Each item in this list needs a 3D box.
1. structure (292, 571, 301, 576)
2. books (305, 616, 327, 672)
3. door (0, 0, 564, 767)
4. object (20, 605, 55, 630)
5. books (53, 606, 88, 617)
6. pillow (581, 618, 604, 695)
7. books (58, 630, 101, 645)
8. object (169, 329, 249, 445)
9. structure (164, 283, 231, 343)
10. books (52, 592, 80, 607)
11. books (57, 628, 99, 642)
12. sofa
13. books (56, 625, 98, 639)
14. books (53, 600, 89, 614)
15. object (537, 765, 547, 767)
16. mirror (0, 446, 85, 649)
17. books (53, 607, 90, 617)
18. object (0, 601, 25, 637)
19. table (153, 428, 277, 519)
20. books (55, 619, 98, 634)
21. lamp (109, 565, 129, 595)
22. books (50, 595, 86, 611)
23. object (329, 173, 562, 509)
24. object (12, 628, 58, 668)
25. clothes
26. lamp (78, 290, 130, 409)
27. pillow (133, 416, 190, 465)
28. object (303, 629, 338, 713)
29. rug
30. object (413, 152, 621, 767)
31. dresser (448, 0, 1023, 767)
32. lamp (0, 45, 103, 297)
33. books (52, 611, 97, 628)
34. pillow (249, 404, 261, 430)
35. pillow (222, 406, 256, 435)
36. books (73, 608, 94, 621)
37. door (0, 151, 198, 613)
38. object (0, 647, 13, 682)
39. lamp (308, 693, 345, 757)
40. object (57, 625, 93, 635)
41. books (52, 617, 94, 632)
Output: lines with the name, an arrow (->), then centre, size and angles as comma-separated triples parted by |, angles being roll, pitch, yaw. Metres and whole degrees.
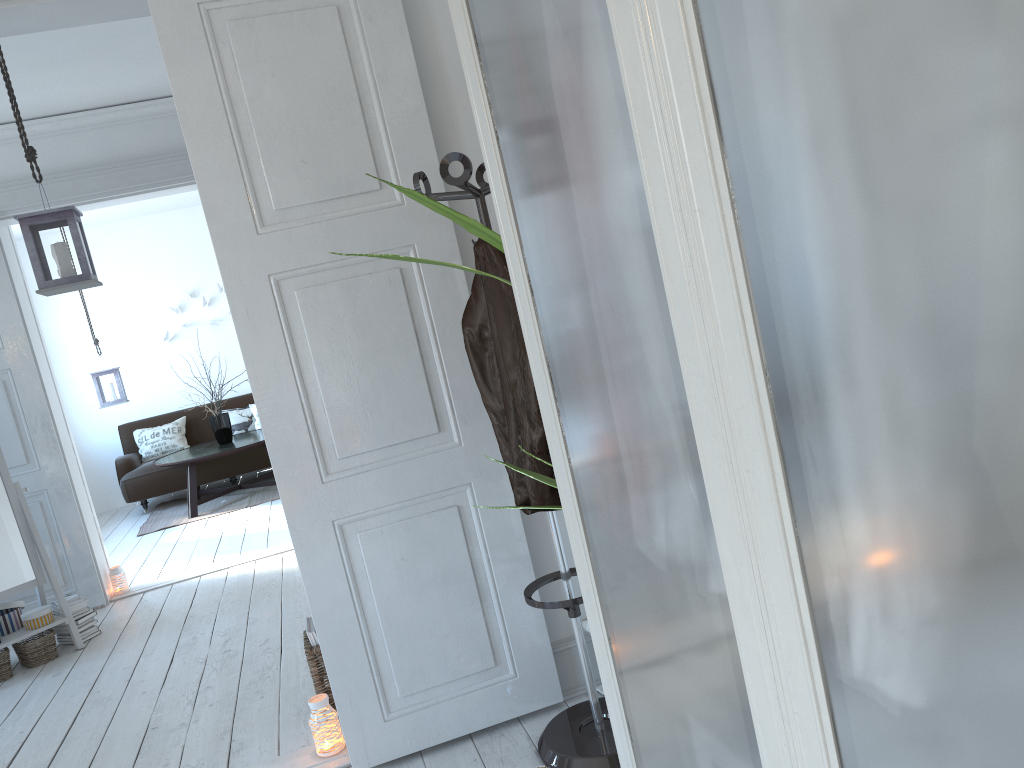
structure -> -0.895, -0.388, 5.152 | 0.801, 2.834, 1.243 | -8, 8, 32
books -> -0.600, 0.969, 3.171 | 0.201, 0.300, 0.179 | -15, 7, -13
door -> -1.384, 0.101, 2.509 | 2.596, 2.511, 0.577 | -14, 7, -13
object -> -2.402, 1.184, 4.493 | 0.142, 0.075, 0.142 | -17, 7, -29
books -> -2.338, 1.194, 4.692 | 0.128, 0.016, 0.181 | -19, 8, -42
pillow -> 0.405, 0.794, 2.736 | 0.317, 0.315, 0.272 | -14, 7, -12
books -> -2.300, 1.347, 4.717 | 0.179, 0.016, 0.128 | -10, 7, 25
object -> -2.575, -0.003, 7.923 | 0.843, 1.068, 0.526 | -19, 9, -42
structure -> -3.102, -0.771, 9.094 | 1.024, 0.479, 0.085 | -14, 7, -13
books -> -2.360, 1.138, 4.692 | 0.111, 0.014, 0.156 | -17, 7, -33
books -> -2.307, 1.331, 4.712 | 0.177, 0.016, 0.128 | -10, 7, 28
sofa -> -2.746, 0.568, 8.800 | 2.163, 0.826, 0.967 | -14, 7, -13
books -> -2.310, 1.316, 4.708 | 0.181, 0.016, 0.128 | -9, 7, 32
books -> -2.334, 1.171, 4.685 | 0.128, 0.026, 0.200 | -18, 8, -41
object -> 0.079, 1.021, 2.257 | 0.099, 0.126, 0.271 | -11, 7, 19
mirror -> -2.680, 0.708, 4.382 | 0.417, 1.492, 0.608 | -7, 9, 41
books -> -2.335, 1.209, 4.696 | 0.177, 0.016, 0.128 | -7, 8, 43
object -> -2.611, 1.185, 4.540 | 0.207, 0.159, 0.240 | -14, 7, -5
table -> -2.520, 0.777, 8.058 | 1.297, 0.504, 1.299 | -16, 7, -23
books -> -2.316, 1.288, 4.703 | 0.187, 0.017, 0.132 | -10, 7, 24
lamp -> -2.423, 1.206, 5.462 | 0.089, 0.166, 0.089 | -15, 7, -14
books -> -2.345, 1.152, 4.684 | 0.132, 0.017, 0.187 | -18, 8, -40
object -> 0.324, 0.308, 1.514 | 1.044, 1.557, 0.288 | -11, 7, 17
object -> -2.428, 1.341, 4.515 | 0.184, 0.140, 0.295 | -19, 9, -41
clothes -> 0.023, -0.016, 2.329 | 0.237, 0.772, 0.210 | -10, 8, 20
lamp -> -3.689, -0.668, 7.690 | 0.228, 1.766, 0.228 | -15, 7, -16
pillow -> -3.439, 0.561, 8.736 | 0.518, 0.368, 0.238 | -14, 7, -13
object -> -0.581, 0.998, 3.177 | 0.269, 0.265, 0.223 | -14, 7, -13
rug -> -2.475, 0.993, 8.111 | 1.708, 0.055, 1.454 | -14, 6, -12
object -> 0.076, 0.209, 2.431 | 0.374, 1.662, 0.374 | -14, 7, -6
dresser -> 0.506, 0.055, 0.452 | 0.630, 2.167, 1.430 | -15, 7, -13
lamp -> -2.057, -1.253, 3.631 | 0.228, 1.766, 0.228 | -15, 7, -16
books -> -2.321, 1.245, 4.696 | 0.193, 0.022, 0.128 | -11, 7, 19
pillow -> -2.373, 0.305, 8.869 | 0.470, 0.310, 0.188 | -14, 7, -12
pillow -> -2.665, 0.380, 8.878 | 0.472, 0.348, 0.158 | -15, 7, -15
books -> -2.328, 1.225, 4.701 | 0.179, 0.016, 0.128 | -9, 7, 30
door -> -2.126, -0.053, 5.424 | 2.596, 2.511, 0.577 | -14, 7, -13
object -> -2.577, 1.391, 4.370 | 0.184, 0.140, 0.295 | -19, 9, -41
lamp -> -0.592, 1.077, 2.803 | 0.092, 0.180, 0.093 | -17, 8, -30
object -> -2.324, 1.302, 4.715 | 0.157, 0.014, 0.110 | -9, 7, 30
books -> -2.329, 1.270, 4.703 | 0.167, 0.022, 0.128 | -11, 7, 21
